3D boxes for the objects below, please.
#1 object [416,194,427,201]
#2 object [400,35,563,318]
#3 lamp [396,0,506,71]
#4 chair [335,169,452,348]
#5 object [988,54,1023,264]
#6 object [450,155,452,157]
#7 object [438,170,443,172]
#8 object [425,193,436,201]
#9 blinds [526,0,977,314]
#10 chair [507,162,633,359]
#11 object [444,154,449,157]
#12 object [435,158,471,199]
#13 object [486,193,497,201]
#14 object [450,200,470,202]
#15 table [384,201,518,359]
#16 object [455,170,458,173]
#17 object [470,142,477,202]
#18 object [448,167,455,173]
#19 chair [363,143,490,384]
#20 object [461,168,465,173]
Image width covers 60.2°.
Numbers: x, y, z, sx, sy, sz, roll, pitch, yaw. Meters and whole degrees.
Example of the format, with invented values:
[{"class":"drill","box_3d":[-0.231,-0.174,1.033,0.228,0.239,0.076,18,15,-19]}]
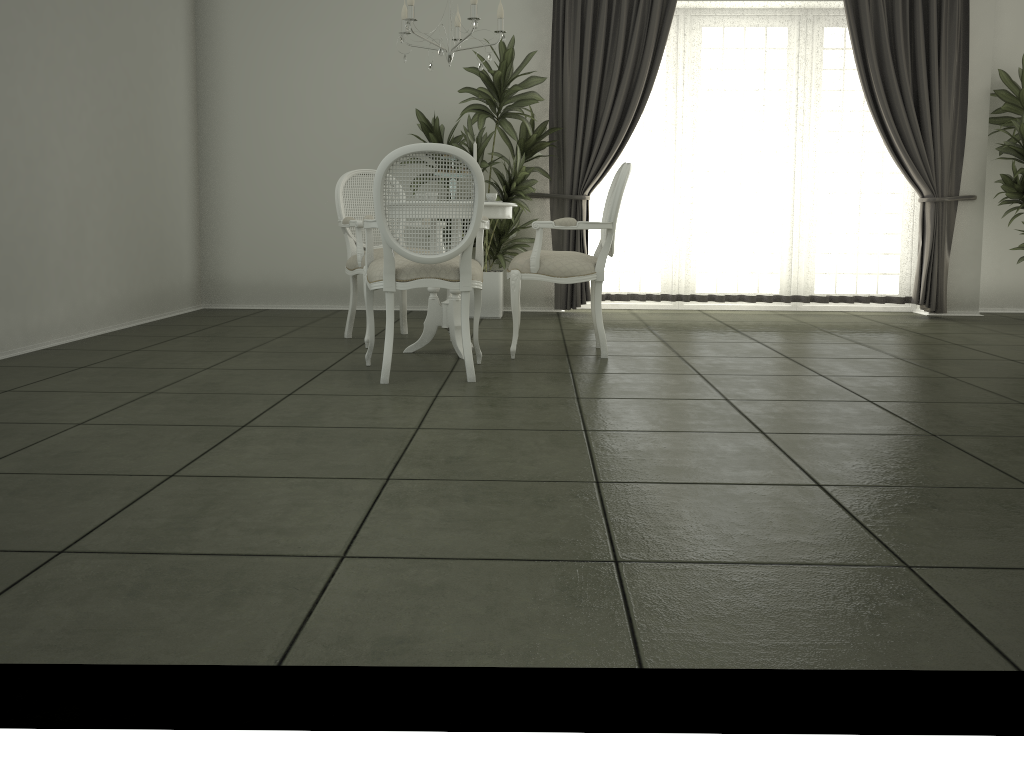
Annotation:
[{"class":"object","box_3d":[-0.509,-1.050,4.984,0.062,0.049,0.078,-2,9,-18]},{"class":"object","box_3d":[-0.257,-1.559,6.766,1.163,2.078,1.048,3,6,19]},{"class":"lamp","box_3d":[-0.312,-2.922,4.677,0.593,2.417,0.598,-2,6,-21]},{"class":"chair","box_3d":[-0.758,-0.801,5.432,0.596,1.054,0.695,-4,8,-33]},{"class":"object","box_3d":[4.293,-1.536,6.813,1.163,2.078,1.048,3,6,19]},{"class":"object","box_3d":[-0.325,-1.251,4.807,0.039,0.032,0.040,4,9,22]},{"class":"object","box_3d":[-0.389,-1.165,4.821,0.039,0.032,0.040,-6,10,-37]},{"class":"object","box_3d":[-0.418,-0.973,4.594,0.062,0.049,0.078,2,9,11]},{"class":"blinds","box_3d":[1.911,-1.861,7.109,3.659,2.582,0.666,1,5,2]},{"class":"chair","box_3d":[0.316,-0.703,4.934,0.690,1.054,0.601,1,6,2]},{"class":"object","box_3d":[-0.360,-1.255,4.828,0.039,0.032,0.040,6,10,32]},{"class":"object","box_3d":[-0.325,-1.121,4.860,0.211,0.246,0.212,5,9,34]},{"class":"object","box_3d":[-0.109,-1.031,4.897,0.062,0.049,0.078,6,10,34]},{"class":"object","box_3d":[-0.269,-0.959,4.624,0.118,0.015,0.120,-1,10,-8]},{"class":"table","box_3d":[-0.341,-0.584,4.886,0.740,0.822,0.748,0,7,-1]},{"class":"object","box_3d":[-0.323,-1.184,4.929,0.040,0.032,0.040,8,11,42]},{"class":"object","box_3d":[-0.211,-1.208,5.027,0.088,0.361,0.088,-2,6,-21]},{"class":"object","box_3d":[-0.326,-1.157,4.782,0.039,0.032,0.040,-5,10,-32]},{"class":"chair","box_3d":[-0.400,-0.566,4.144,0.595,1.054,0.697,0,7,-8]},{"class":"object","box_3d":[-0.262,-1.163,4.817,0.039,0.032,0.040,-6,10,-37]}]
